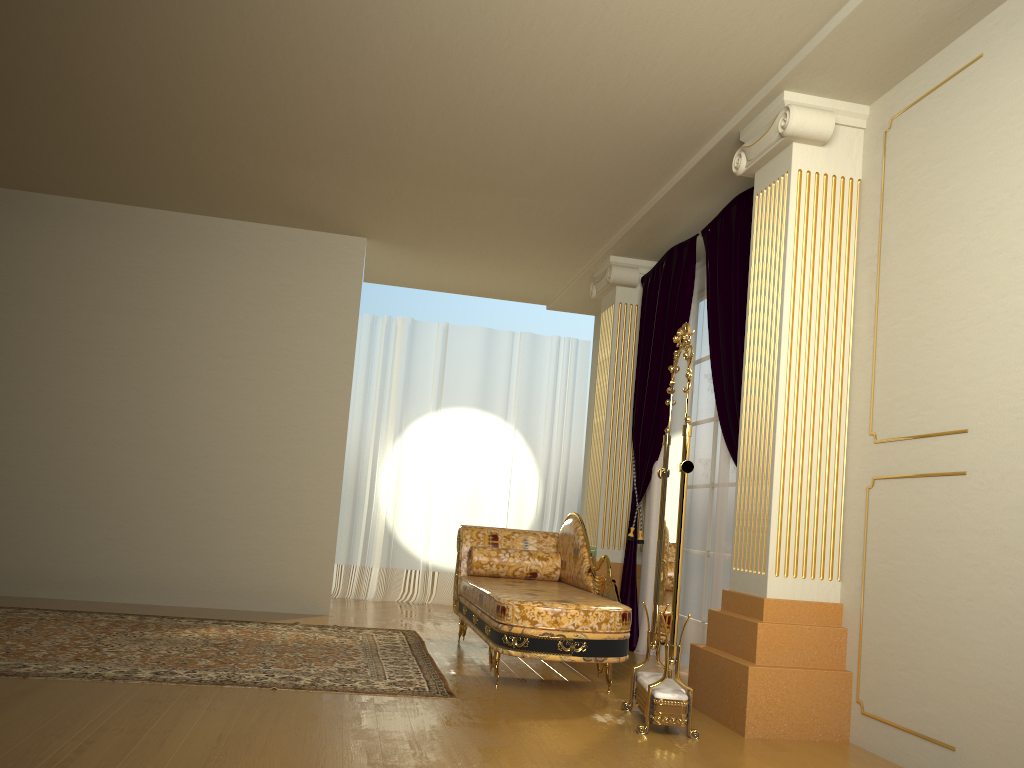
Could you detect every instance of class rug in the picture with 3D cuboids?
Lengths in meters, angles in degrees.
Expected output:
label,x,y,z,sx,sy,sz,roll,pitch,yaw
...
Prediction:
label,x,y,z,sx,sy,sz,roll,pitch,yaw
rug,-1.937,1.326,4.574,3.082,0.017,2.131,6,-9,-10

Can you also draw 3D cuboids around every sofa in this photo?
label,x,y,z,sx,sy,sz,roll,pitch,yaw
sofa,0.108,1.120,4.905,0.694,0.864,1.906,6,-8,-10

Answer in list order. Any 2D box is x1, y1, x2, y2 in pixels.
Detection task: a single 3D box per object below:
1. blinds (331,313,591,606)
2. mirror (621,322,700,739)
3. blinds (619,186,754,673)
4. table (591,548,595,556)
label,x,y,z,sx,sy,sz,roll,pitch,yaw
blinds,-0.428,0.714,7.853,2.168,2.489,0.165,6,-5,-8
mirror,0.674,0.570,3.737,0.243,1.688,0.545,5,-5,0
blinds,1.113,0.361,5.219,0.339,2.634,2.249,6,-7,-9
table,0.266,1.445,6.152,0.571,0.638,0.576,0,-8,35
